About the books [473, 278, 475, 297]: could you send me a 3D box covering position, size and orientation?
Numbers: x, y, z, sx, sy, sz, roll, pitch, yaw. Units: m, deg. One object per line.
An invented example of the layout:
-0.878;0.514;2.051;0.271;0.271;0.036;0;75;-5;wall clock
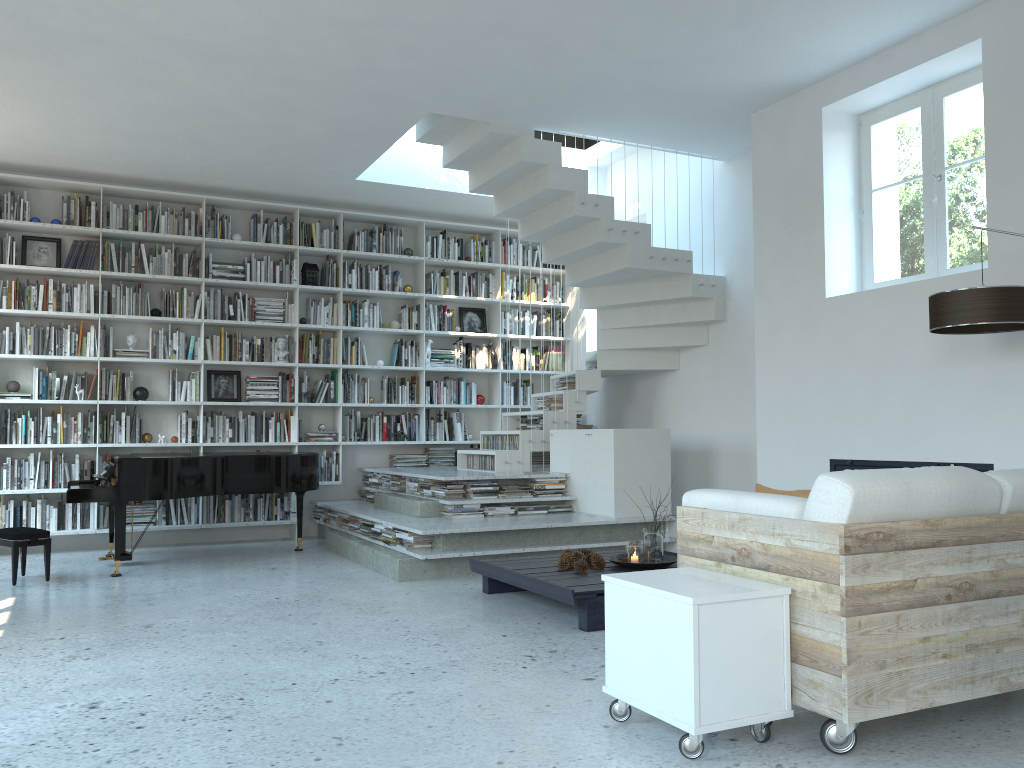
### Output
-0.429;-0.985;9.282;0.031;0.217;0.165;1;-3;-26;books

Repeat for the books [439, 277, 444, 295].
-0.749;-0.988;9.122;0.025;0.207;0.175;1;-3;-26;books

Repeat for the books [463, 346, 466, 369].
-0.529;-0.263;9.202;0.030;0.236;0.179;1;-3;-26;books

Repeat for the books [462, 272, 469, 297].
-0.496;-1.019;9.269;0.048;0.283;0.162;1;-3;-26;books

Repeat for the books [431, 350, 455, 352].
-0.750;-0.337;9.113;0.285;0.012;0.159;1;-4;-28;books

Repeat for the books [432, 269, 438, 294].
-0.813;-1.026;9.108;0.051;0.282;0.167;1;-3;-26;books

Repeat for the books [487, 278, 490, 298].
-0.278;-0.989;9.373;0.022;0.234;0.158;1;-3;-26;books

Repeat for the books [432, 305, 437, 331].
-0.806;-0.660;9.106;0.012;0.285;0.159;1;-3;-26;books

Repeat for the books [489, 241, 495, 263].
-0.226;-1.370;9.407;0.026;0.263;0.163;1;-3;-26;books

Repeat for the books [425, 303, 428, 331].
-0.888;-0.670;9.062;0.015;0.300;0.140;1;-3;-26;books

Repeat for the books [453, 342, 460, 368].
-0.576;-0.287;9.202;0.012;0.285;0.159;1;-3;-26;books

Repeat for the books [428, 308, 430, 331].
-0.873;-0.644;9.058;0.011;0.247;0.156;1;-3;-26;books

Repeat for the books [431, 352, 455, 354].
-0.750;-0.313;9.112;0.285;0.012;0.159;1;-4;-24;books

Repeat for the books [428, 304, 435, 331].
-0.841;-0.664;9.081;0.065;0.289;0.146;1;-3;-26;books

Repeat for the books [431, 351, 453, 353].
-0.750;-0.325;9.112;0.254;0.012;0.161;1;-4;-24;books

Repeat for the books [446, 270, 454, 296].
-0.647;-1.025;9.181;0.026;0.288;0.156;1;-3;-26;books

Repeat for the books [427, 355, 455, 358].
-0.748;-0.277;9.108;0.285;0.012;0.159;2;-4;-29;books

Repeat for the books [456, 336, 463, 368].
-0.544;-0.315;9.188;0.010;0.339;0.180;1;-3;-26;books

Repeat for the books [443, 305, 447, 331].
-0.708;-0.659;9.136;0.014;0.285;0.175;1;-3;-26;books

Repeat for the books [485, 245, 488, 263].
-0.300;-1.345;9.367;0.029;0.210;0.169;1;-3;-26;books

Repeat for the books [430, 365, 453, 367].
-0.750;-0.180;9.100;0.254;0.012;0.161;2;-4;-30;books

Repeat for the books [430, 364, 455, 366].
-0.749;-0.192;9.098;0.285;0.012;0.159;1;-4;-21;books

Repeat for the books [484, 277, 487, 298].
-0.309;-0.994;9.347;0.030;0.241;0.162;1;-3;-26;books

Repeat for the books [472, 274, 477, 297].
-0.409;-1.008;9.303;0.023;0.263;0.156;1;-3;-26;books

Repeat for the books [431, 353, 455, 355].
-0.746;-0.301;9.105;0.285;0.012;0.159;2;-4;-31;books

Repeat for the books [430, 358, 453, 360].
-0.753;-0.252;9.112;0.254;0.012;0.161;1;-4;-26;books

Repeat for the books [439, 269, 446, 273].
-0.715;-1.031;9.155;0.011;0.296;0.162;1;-3;-26;books

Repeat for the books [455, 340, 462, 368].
-0.554;-0.296;9.183;0.011;0.300;0.184;1;-3;-26;books

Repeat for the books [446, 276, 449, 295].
-0.696;-0.994;9.162;0.030;0.224;0.158;1;-3;-26;books

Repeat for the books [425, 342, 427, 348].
-0.902;-0.286;9.042;0.028;0.267;0.138;1;-3;-26;books

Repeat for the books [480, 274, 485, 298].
-0.335;-1.011;9.326;0.036;0.272;0.177;1;-3;-26;books

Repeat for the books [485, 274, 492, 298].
-0.255;-1.014;9.381;0.026;0.284;0.147;1;-3;-26;books

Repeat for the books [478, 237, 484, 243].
-0.328;-1.389;9.371;0.020;0.299;0.131;1;-3;-26;books

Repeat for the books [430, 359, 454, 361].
-0.748;-0.240;9.102;0.254;0.012;0.161;2;-4;-31;books

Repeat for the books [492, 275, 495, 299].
-0.228;-1.004;9.391;0.031;0.265;0.169;1;-3;-26;books

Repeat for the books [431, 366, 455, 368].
-0.750;-0.168;9.099;0.285;0.012;0.159;1;-4;-22;books

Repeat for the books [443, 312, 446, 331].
-0.715;-0.621;9.118;0.013;0.207;0.190;1;-3;-26;books

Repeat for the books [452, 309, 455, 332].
-0.639;-0.637;9.162;0.026;0.243;0.178;1;-3;-26;books

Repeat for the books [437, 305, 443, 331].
-0.750;-0.661;9.118;0.012;0.287;0.176;1;-3;-26;books

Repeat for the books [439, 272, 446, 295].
-0.728;-1.014;9.139;0.026;0.261;0.167;1;-3;-26;books

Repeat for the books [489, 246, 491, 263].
-0.261;-1.343;9.412;0.031;0.211;0.131;1;-3;-26;books

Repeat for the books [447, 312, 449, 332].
-0.689;-0.622;9.149;0.033;0.213;0.153;1;-3;-26;books

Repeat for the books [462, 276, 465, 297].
-0.534;-0.995;9.219;0.030;0.230;0.187;1;-3;-26;books

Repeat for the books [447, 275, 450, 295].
-0.678;-0.999;9.187;0.024;0.236;0.146;1;-3;-26;books

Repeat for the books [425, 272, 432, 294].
-0.854;-1.013;9.090;0.012;0.254;0.161;1;-3;-26;books

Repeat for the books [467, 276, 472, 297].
-0.458;-0.998;9.261;0.014;0.240;0.189;1;-3;-26;books

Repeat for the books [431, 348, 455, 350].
-0.750;-0.349;9.113;0.285;0.012;0.159;1;-4;-24;books

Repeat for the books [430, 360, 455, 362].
-0.751;-0.228;9.107;0.285;0.012;0.159;1;-4;-28;books

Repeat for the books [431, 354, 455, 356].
-0.749;-0.289;9.111;0.285;0.012;0.159;1;-4;-24;books

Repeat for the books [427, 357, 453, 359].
-0.746;-0.265;9.104;0.254;0.012;0.161;1;-4;-21;books

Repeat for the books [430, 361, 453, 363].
-0.752;-0.216;9.106;0.254;0.012;0.161;1;-4;-24;books

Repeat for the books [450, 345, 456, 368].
-0.610;-0.273;9.173;0.012;0.254;0.161;1;-3;-26;books

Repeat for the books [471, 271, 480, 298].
-0.383;-1.023;9.301;0.022;0.294;0.181;1;-3;-26;books

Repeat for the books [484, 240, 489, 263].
-0.284;-1.378;9.397;0.025;0.279;0.136;1;-3;-26;books

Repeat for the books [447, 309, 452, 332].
-0.664;-0.642;9.161;0.021;0.253;0.167;1;-3;-26;books

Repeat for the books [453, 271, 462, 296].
-0.580;-1.015;9.166;0.032;0.265;0.245;1;-3;-26;books

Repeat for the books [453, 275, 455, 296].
-0.629;-1.000;9.199;0.025;0.238;0.143;1;-3;-26;books

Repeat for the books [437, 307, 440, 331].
-0.785;-0.651;9.126;0.043;0.268;0.131;1;-3;-26;books

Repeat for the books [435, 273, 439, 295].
-0.782;-1.009;9.132;0.026;0.250;0.130;1;-3;-26;books
